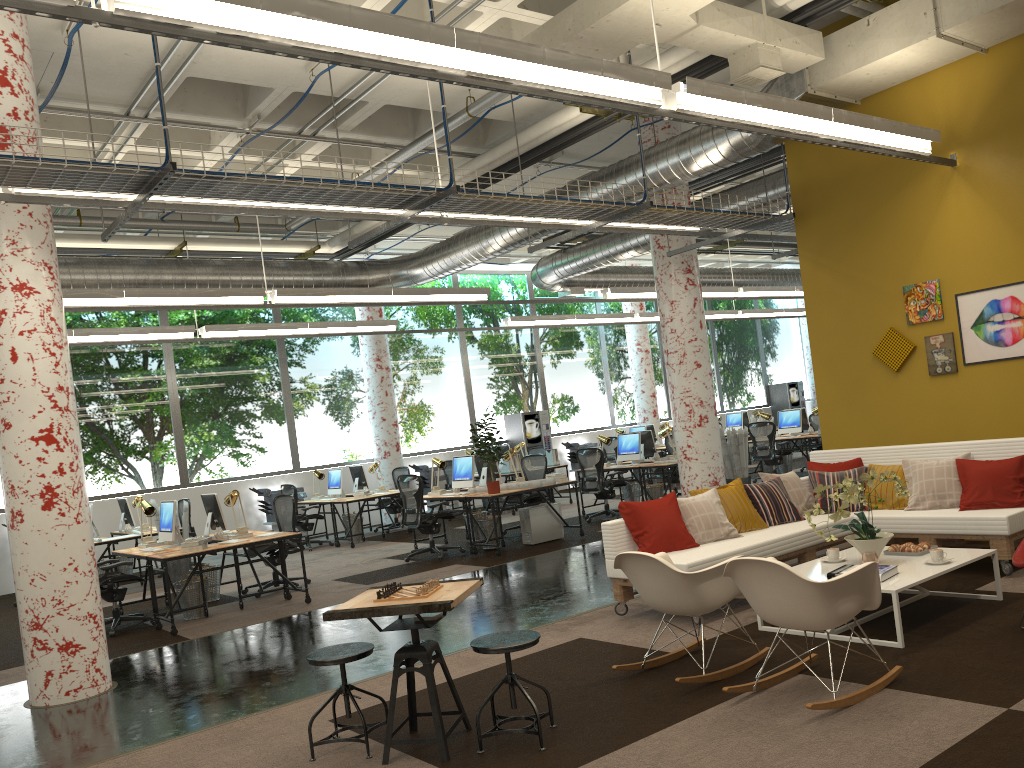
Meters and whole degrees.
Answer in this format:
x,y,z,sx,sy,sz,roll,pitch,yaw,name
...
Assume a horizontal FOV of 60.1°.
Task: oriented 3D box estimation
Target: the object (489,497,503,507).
x,y,z,sx,sy,sz,roll,pitch,yaw,name
-0.306,2.206,17.270,0.353,0.435,0.369,-7,-1,-2,object

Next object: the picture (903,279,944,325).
x,y,z,sx,sy,sz,roll,pitch,yaw,name
3.725,-0.739,8.024,0.027,0.355,0.332,-7,-1,-38,picture

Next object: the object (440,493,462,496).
x,y,z,sx,sy,sz,roll,pitch,yaw,name
-0.776,1.432,11.492,0.118,0.017,0.440,-5,-4,-38,object

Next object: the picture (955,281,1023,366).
x,y,z,sx,sy,sz,roll,pitch,yaw,name
4.154,-0.516,7.520,0.018,0.632,0.708,-7,-1,-38,picture

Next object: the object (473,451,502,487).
x,y,z,sx,sy,sz,roll,pitch,yaw,name
-0.356,1.176,12.135,0.189,0.485,0.485,-7,-1,-38,object

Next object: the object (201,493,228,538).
x,y,z,sx,sy,sz,roll,pitch,yaw,name
-3.322,1.457,9.808,0.189,0.485,0.485,-7,-1,-38,object

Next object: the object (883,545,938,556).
x,y,z,sx,sy,sz,roll,pitch,yaw,name
2.714,1.133,6.030,0.266,0.026,0.268,-5,-4,-38,object

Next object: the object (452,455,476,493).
x,y,z,sx,sy,sz,roll,pitch,yaw,name
-0.614,1.182,11.606,0.189,0.485,0.485,-7,-1,-38,object

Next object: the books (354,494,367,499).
x,y,z,sx,sy,sz,roll,pitch,yaw,name
-2.383,1.763,13.897,0.200,0.050,0.272,-7,-3,-10,books

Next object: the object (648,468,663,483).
x,y,z,sx,sy,sz,roll,pitch,yaw,name
1.701,1.988,17.970,3.401,0.437,0.367,-6,-2,-28,object

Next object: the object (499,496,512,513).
x,y,z,sx,sy,sz,roll,pitch,yaw,name
-0.103,2.130,16.268,0.352,0.435,0.360,-6,-1,-41,object

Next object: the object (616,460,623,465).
x,y,z,sx,sy,sz,roll,pitch,yaw,name
1.676,1.167,13.870,0.101,0.209,0.101,-7,0,7,object

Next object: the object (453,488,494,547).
x,y,z,sx,sy,sz,roll,pitch,yaw,name
-0.460,1.668,11.637,0.104,0.933,0.851,-7,-1,-43,object

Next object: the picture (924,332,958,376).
x,y,z,sx,sy,sz,roll,pitch,yaw,name
3.849,-0.268,7.944,0.027,0.355,0.253,-7,-1,-38,picture

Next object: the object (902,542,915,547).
x,y,z,sx,sy,sz,roll,pitch,yaw,name
2.738,1.117,6.095,0.064,0.055,0.121,-7,-2,-15,object

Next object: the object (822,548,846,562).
x,y,z,sx,sy,sz,roll,pitch,yaw,name
2.197,1.167,6.047,0.160,0.090,0.161,-7,-2,-13,object

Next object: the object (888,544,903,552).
x,y,z,sx,sy,sz,roll,pitch,yaw,name
2.622,1.128,6.062,0.134,0.061,0.072,-6,-2,-18,object

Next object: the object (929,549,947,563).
x,y,z,sx,sy,sz,roll,pitch,yaw,name
2.676,1.080,5.569,0.086,0.085,0.079,-7,-1,-9,object

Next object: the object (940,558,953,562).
x,y,z,sx,sy,sz,roll,pitch,yaw,name
2.720,1.102,5.528,0.132,0.011,0.028,-6,-3,-20,object

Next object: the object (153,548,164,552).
x,y,z,sx,sy,sz,roll,pitch,yaw,name
-3.550,1.668,8.900,0.106,0.029,0.060,-5,-3,-37,object

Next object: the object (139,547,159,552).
x,y,z,sx,sy,sz,roll,pitch,yaw,name
-3.741,1.713,9.165,0.118,0.017,0.440,-5,-4,-38,object

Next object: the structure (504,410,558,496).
x,y,z,sx,sy,sz,roll,pitch,yaw,name
0.417,1.514,19.072,0.748,1.810,0.640,-7,0,-38,structure

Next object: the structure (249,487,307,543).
x,y,z,sx,sy,sz,roll,pitch,yaw,name
-4.009,2.281,15.618,1.055,1.057,0.505,-6,-1,-38,structure

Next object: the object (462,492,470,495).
x,y,z,sx,sy,sz,roll,pitch,yaw,name
-0.584,1.388,11.227,0.106,0.029,0.060,-5,-3,-37,object

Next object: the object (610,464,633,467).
x,y,z,sx,sy,sz,roll,pitch,yaw,name
1.653,1.244,13.450,0.118,0.017,0.440,-5,-4,-38,object

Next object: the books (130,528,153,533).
x,y,z,sx,sy,sz,roll,pitch,yaw,name
-5.199,2.050,12.426,0.225,0.038,0.310,-5,-4,-37,books

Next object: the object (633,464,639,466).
x,y,z,sx,sy,sz,roll,pitch,yaw,name
1.845,1.200,13.186,0.106,0.029,0.060,-5,-3,-37,object

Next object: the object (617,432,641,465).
x,y,z,sx,sy,sz,roll,pitch,yaw,name
1.815,0.995,13.564,0.189,0.485,0.485,-7,-1,-38,object

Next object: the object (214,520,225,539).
x,y,z,sx,sy,sz,roll,pitch,yaw,name
-3.148,1.559,9.503,0.101,0.209,0.101,-7,0,7,object

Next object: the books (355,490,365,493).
x,y,z,sx,sy,sz,roll,pitch,yaw,name
-2.387,1.685,13.913,0.152,0.030,0.185,-7,-3,-10,books

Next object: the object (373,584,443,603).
x,y,z,sx,sy,sz,roll,pitch,yaw,name
-0.509,1.036,4.385,0.273,0.012,0.273,-8,-3,12,object

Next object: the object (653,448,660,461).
x,y,z,sx,sy,sz,roll,pitch,yaw,name
2.247,1.091,13.789,0.101,0.209,0.101,-7,0,7,object

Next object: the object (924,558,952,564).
x,y,z,sx,sy,sz,roll,pitch,yaw,name
2.677,1.117,5.568,0.161,0.020,0.160,-8,-3,16,object

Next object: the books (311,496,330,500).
x,y,z,sx,sy,sz,roll,pitch,yaw,name
-3.242,1.932,15.007,0.225,0.038,0.310,-5,-4,-37,books

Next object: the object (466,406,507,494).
x,y,z,sx,sy,sz,roll,pitch,yaw,name
-0.306,0.804,10.781,0.515,1.077,0.437,-8,0,43,object

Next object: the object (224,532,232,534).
x,y,z,sx,sy,sz,roll,pitch,yaw,name
-3.102,1.670,9.923,0.118,0.017,0.440,-5,-4,-38,object

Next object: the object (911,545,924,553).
x,y,z,sx,sy,sz,roll,pitch,yaw,name
2.729,1.111,5.962,0.064,0.055,0.121,-7,-2,-15,object

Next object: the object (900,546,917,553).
x,y,z,sx,sy,sz,roll,pitch,yaw,name
2.655,1.120,5.962,0.069,0.060,0.131,-7,-2,-15,object

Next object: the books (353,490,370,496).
x,y,z,sx,sy,sz,roll,pitch,yaw,name
-2.368,1.715,13.914,0.193,0.044,0.257,-8,-3,10,books

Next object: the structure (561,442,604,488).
x,y,z,sx,sy,sz,roll,pitch,yaw,name
1.678,1.781,20.012,1.055,1.057,0.505,-6,-1,-38,structure

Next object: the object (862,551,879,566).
x,y,z,sx,sy,sz,roll,pitch,yaw,name
2.192,1.082,5.417,0.094,0.106,0.094,-7,-1,13,object

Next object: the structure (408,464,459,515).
x,y,z,sx,sy,sz,roll,pitch,yaw,name
-1.461,2.057,17.589,1.055,1.057,0.505,-6,-1,-38,structure

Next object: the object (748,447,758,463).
x,y,z,sx,sy,sz,roll,pitch,yaw,name
5.593,1.629,20.667,0.352,0.435,0.360,-6,-1,-41,object

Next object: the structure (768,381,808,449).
x,y,z,sx,sy,sz,roll,pitch,yaw,name
7.767,0.868,24.747,0.748,1.810,0.640,-7,0,-38,structure

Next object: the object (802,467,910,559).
x,y,z,sx,sy,sz,roll,pitch,yaw,name
2.307,0.877,5.821,0.786,0.616,0.419,-6,-1,-25,object

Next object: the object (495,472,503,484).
x,y,z,sx,sy,sz,roll,pitch,yaw,name
-0.182,1.278,11.831,0.101,0.209,0.101,-7,0,7,object

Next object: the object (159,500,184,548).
x,y,z,sx,sy,sz,roll,pitch,yaw,name
-3.580,1.463,9.279,0.189,0.485,0.485,-7,-1,-38,object

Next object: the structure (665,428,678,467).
x,y,z,sx,sy,sz,roll,pitch,yaw,name
4.236,1.556,21.988,1.055,1.057,0.505,-6,-1,-38,structure

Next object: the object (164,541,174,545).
x,y,z,sx,sy,sz,roll,pitch,yaw,name
-3.719,1.635,9.584,0.101,0.209,0.101,-7,0,7,object

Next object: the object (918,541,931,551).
x,y,z,sx,sy,sz,roll,pitch,yaw,name
2.811,1.103,6.024,0.072,0.062,0.136,-7,-2,9,object

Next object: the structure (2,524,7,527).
x,y,z,sx,sy,sz,roll,pitch,yaw,name
-6.989,2.542,13.316,1.055,1.057,0.505,-6,-1,-38,structure

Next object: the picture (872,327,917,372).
x,y,z,sx,sy,sz,roll,pitch,yaw,name
3.569,-0.322,8.277,0.047,0.424,0.426,-7,-1,-38,picture

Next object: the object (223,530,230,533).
x,y,z,sx,sy,sz,roll,pitch,yaw,name
-3.295,1.701,10.188,0.106,0.029,0.060,-5,-3,-37,object

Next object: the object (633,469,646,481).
x,y,z,sx,sy,sz,roll,pitch,yaw,name
2.834,1.930,19.692,0.352,0.435,0.360,-6,-1,-41,object
